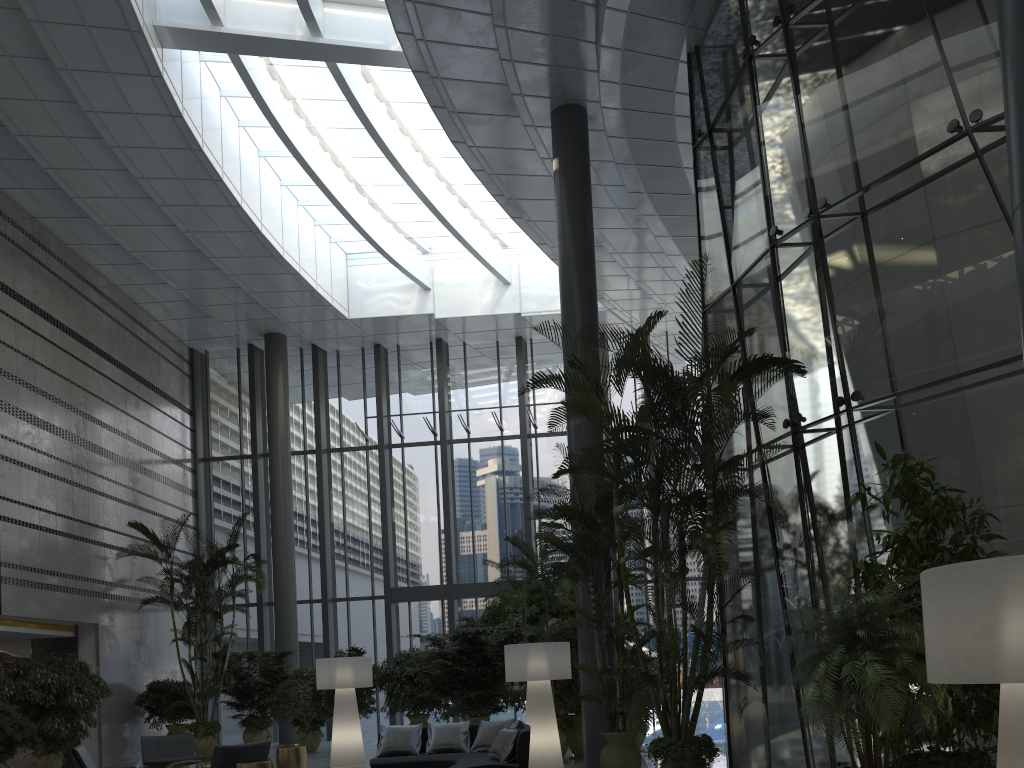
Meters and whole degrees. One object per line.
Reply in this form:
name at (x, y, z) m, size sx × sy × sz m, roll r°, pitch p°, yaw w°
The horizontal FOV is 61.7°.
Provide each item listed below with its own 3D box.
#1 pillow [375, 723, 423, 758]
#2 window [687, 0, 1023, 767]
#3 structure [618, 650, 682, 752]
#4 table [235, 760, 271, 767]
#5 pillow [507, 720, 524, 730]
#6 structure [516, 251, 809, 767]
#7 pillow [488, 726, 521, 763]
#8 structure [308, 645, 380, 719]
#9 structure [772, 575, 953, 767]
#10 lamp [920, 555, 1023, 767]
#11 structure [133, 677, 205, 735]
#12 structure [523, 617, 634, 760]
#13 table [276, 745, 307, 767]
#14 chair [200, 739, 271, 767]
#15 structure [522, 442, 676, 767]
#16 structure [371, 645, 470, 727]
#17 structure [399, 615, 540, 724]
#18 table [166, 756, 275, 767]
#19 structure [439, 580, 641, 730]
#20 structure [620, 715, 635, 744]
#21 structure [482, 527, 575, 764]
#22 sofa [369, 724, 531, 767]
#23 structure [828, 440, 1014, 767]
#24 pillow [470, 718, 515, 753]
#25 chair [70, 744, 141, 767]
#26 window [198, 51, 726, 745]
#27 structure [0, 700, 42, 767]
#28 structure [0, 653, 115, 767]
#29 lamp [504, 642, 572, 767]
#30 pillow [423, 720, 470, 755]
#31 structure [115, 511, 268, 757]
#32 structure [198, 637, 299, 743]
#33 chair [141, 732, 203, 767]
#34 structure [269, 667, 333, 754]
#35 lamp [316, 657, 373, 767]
pillow at (-1.371, 4.352, 10.469) m, size 0.609 × 0.391 × 0.308 m, roll -4°, pitch -9°, yaw 3°
window at (4.546, 1.116, 11.932) m, size 4.216 × 7.696 × 16.117 m, roll -3°, pitch -15°, yaw 6°
structure at (1.848, 4.871, 13.250) m, size 1.471 × 1.565 × 1.617 m, roll 2°, pitch -12°, yaw -27°
table at (-2.767, 4.298, 9.185) m, size 0.442 × 0.484 × 0.460 m, roll -3°, pitch -10°, yaw 0°
pillow at (-0.035, 3.960, 9.538) m, size 0.364 × 0.437 × 0.654 m, roll -1°, pitch -14°, yaw -12°
structure at (1.340, 1.460, 7.497) m, size 2.461 × 4.542 × 2.583 m, roll -1°, pitch -7°, yaw -14°
pillow at (-0.070, 3.857, 9.159) m, size 0.279 × 0.357 × 0.583 m, roll 0°, pitch -14°, yaw -20°
structure at (-2.991, 5.662, 15.403) m, size 1.240 × 1.916 × 1.429 m, roll -7°, pitch -9°, yaw 30°
structure at (2.035, 1.954, 4.798) m, size 0.987 × 1.726 × 0.937 m, roll -1°, pitch -6°, yaw -13°
lamp at (2.138, 1.536, 3.417) m, size 0.859 × 1.630 × 0.841 m, roll 1°, pitch -7°, yaw -35°
structure at (-6.471, 6.328, 16.246) m, size 1.447 × 1.504 × 1.134 m, roll 7°, pitch -13°, yaw -43°
structure at (0.986, 4.441, 12.599) m, size 1.629 × 2.072 × 1.570 m, roll 5°, pitch -12°, yaw -43°
table at (-2.764, 4.803, 10.758) m, size 0.444 × 0.484 × 0.457 m, roll -1°, pitch -10°, yaw -9°
chair at (-3.197, 4.379, 9.684) m, size 0.728 × 0.651 × 0.754 m, roll -12°, pitch -15°, yaw 38°
structure at (1.007, 2.517, 9.221) m, size 1.660 × 3.636 × 2.092 m, roll -2°, pitch -7°, yaw -11°
structure at (-1.638, 5.623, 15.391) m, size 2.015 × 1.840 × 1.705 m, roll -11°, pitch -13°, yaw 36°
structure at (-0.677, 4.815, 13.775) m, size 2.241 × 2.263 × 2.423 m, roll -1°, pitch -11°, yaw -9°
table at (-3.624, 4.925, 10.854) m, size 1.366 × 0.384 × 1.246 m, roll -14°, pitch -20°, yaw 32°
structure at (0.523, 4.954, 15.318) m, size 3.754 × 2.876 × 3.319 m, roll -7°, pitch -12°, yaw 17°
structure at (1.469, 4.885, 11.782) m, size 0.441 × 0.620 × 0.461 m, roll -4°, pitch -8°, yaw 8°
structure at (0.372, 3.633, 12.067) m, size 1.421 × 3.376 × 1.242 m, roll -2°, pitch -5°, yaw -10°
sofa at (-0.735, 4.267, 9.704) m, size 1.924 × 0.679 × 2.097 m, roll -3°, pitch -17°, yaw -1°
structure at (2.670, 1.653, 5.393) m, size 1.155 × 2.649 × 1.061 m, roll -1°, pitch -5°, yaw -22°
pillow at (-0.241, 4.192, 10.213) m, size 0.297 × 0.402 × 0.631 m, roll 5°, pitch -15°, yaw -42°
chair at (-4.953, 4.730, 10.467) m, size 0.740 × 0.651 × 0.743 m, roll 2°, pitch -12°, yaw -21°
window at (-2.889, 0.272, 11.332) m, size 13.538 × 9.697 × 19.544 m, roll -7°, pitch -16°, yaw 18°
structure at (-7.128, 4.936, 11.678) m, size 1.197 × 1.292 × 1.219 m, roll -6°, pitch -10°, yaw 16°
structure at (-7.091, 5.119, 13.192) m, size 1.630 × 1.918 × 2.109 m, roll -9°, pitch -13°, yaw 34°
lamp at (0.358, 4.129, 10.896) m, size 0.859 × 1.630 × 0.841 m, roll 1°, pitch -7°, yaw -35°
pillow at (-0.768, 4.319, 10.460) m, size 0.608 × 0.391 × 0.308 m, roll -5°, pitch -9°, yaw 7°
structure at (-5.698, 4.572, 15.735) m, size 2.519 × 4.542 × 2.521 m, roll -4°, pitch -6°, yaw 11°
structure at (-5.046, 6.035, 16.712) m, size 1.878 × 2.233 × 1.916 m, roll -1°, pitch -10°, yaw -11°
chair at (-4.630, 5.106, 11.641) m, size 0.742 × 0.651 × 0.740 m, roll 4°, pitch -13°, yaw -30°
structure at (-3.738, 6.050, 15.928) m, size 1.471 × 1.565 × 1.617 m, roll 2°, pitch -12°, yaw -27°
lamp at (-2.546, 5.027, 13.141) m, size 0.832 × 1.630 × 0.869 m, roll -5°, pitch -7°, yaw 22°
